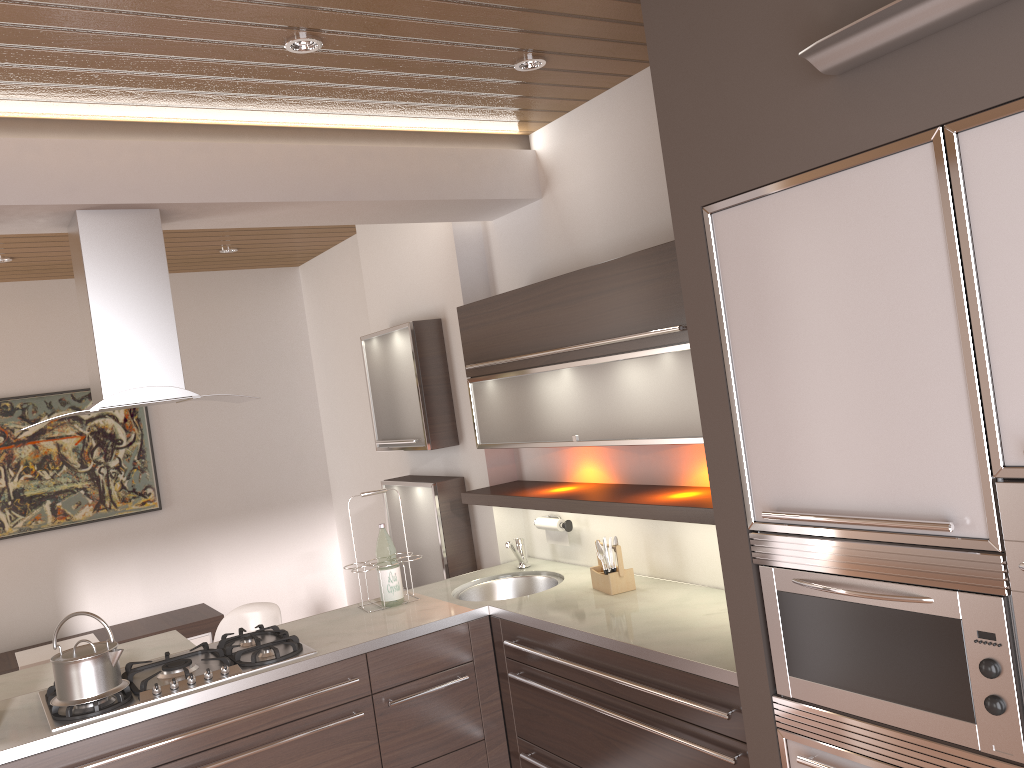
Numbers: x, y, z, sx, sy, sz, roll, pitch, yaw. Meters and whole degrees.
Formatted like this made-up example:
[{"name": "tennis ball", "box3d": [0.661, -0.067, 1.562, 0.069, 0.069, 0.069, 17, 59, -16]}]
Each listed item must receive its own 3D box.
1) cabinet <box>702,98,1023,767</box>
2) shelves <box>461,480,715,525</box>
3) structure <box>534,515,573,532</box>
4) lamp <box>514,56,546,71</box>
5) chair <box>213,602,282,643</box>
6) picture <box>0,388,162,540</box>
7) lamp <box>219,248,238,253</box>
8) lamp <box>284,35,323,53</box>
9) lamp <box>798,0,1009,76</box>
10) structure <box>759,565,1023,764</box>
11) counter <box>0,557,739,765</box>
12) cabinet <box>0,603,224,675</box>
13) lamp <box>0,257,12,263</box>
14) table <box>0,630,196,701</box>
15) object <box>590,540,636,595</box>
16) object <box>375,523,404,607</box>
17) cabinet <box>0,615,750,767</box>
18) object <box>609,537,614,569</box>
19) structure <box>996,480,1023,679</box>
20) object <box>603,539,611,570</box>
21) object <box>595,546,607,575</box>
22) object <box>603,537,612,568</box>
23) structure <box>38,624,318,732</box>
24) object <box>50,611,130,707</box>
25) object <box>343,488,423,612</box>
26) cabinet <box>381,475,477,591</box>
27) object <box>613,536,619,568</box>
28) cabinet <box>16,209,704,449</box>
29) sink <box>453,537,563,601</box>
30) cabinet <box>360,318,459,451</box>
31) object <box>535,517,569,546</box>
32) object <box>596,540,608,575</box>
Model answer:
[{"name": "cabinet", "box3d": [1.119, 0.476, 1.357, 1.047, 1.948, 1.796, -8, 0, -32]}, {"name": "shelves", "box3d": [0.398, 0.414, 3.188, 0.313, 0.050, 1.850, -8, 0, -32]}, {"name": "structure", "box3d": [0.191, 0.585, 3.734, 0.087, 0.049, 0.237, -8, 0, -32]}, {"name": "lamp", "box3d": [0.054, -1.036, 2.808, 0.102, 0.055, 0.102, -8, 0, -4]}, {"name": "chair", "box3d": [-1.253, 1.467, 3.914, 0.491, 0.847, 0.608, -8, 0, 28]}, {"name": "picture", "box3d": [-2.767, 0.462, 5.170, 1.277, 0.801, 0.018, -8, 0, -32]}, {"name": "lamp", "box3d": [-1.649, -0.798, 5.150, 0.102, 0.055, 0.102, -8, 0, -15]}, {"name": "lamp", "box3d": [-0.570, -0.946, 2.411, 0.102, 0.055, 0.102, -8, 0, 30]}, {"name": "lamp", "box3d": [0.843, -0.646, 1.259, 0.139, 0.033, 1.020, -8, 0, -32]}, {"name": "structure", "box3d": [0.741, 0.551, 1.818, 0.049, 0.301, 0.569, -8, 0, -32]}, {"name": "counter", "box3d": [-0.333, 0.868, 2.692, 2.150, 0.036, 1.850, -8, 0, -32]}, {"name": "cabinet", "box3d": [-2.475, 1.760, 4.913, 1.740, 0.608, 0.540, -8, 0, -32]}, {"name": "lamp", "box3d": [-2.616, -0.657, 4.533, 0.102, 0.055, 0.102, -8, 0, -15]}, {"name": "table", "box3d": [-1.605, 1.563, 3.581, 0.800, 0.758, 1.100, -8, 0, -32]}, {"name": "object", "box3d": [0.360, 0.663, 3.239, 0.100, 0.170, 0.173, -8, 0, -21]}, {"name": "object", "box3d": [-0.488, 0.707, 3.479, 0.091, 0.319, 0.091, -8, 0, 3]}, {"name": "cabinet", "box3d": [-0.269, 1.317, 2.693, 2.150, 0.870, 1.850, -8, 0, -32]}, {"name": "object", "box3d": [0.361, 0.649, 3.200, 0.020, 0.196, 0.017, -8, 0, -9]}, {"name": "structure", "box3d": [1.034, 0.441, 1.307, 0.066, 0.583, 0.582, -8, 0, -32]}, {"name": "object", "box3d": [0.347, 0.651, 3.183, 0.023, 0.196, 0.018, -8, 0, -30]}, {"name": "object", "box3d": [0.333, 0.662, 3.203, 0.044, 0.178, 0.019, -8, 0, 33]}, {"name": "object", "box3d": [0.351, 0.650, 3.205, 0.018, 0.196, 0.022, -8, 0, -30]}, {"name": "structure", "box3d": [-1.112, 0.939, 2.946, 0.797, 0.047, 0.494, -8, 0, -32]}, {"name": "object", "box3d": [-1.301, 0.817, 2.701, 0.221, 0.251, 0.221, -8, 0, -39]}, {"name": "object", "box3d": [-0.521, 0.647, 3.526, 0.291, 0.453, 0.210, -8, 0, -27]}, {"name": "cabinet", "box3d": [-0.421, 0.765, 4.359, 0.194, 0.600, 0.598, -8, 0, -32]}, {"name": "object", "box3d": [0.375, 0.643, 3.193, 0.042, 0.192, 0.040, -8, 0, 16]}, {"name": "cabinet", "box3d": [-0.433, -0.205, 2.786, 2.058, 1.032, 1.399, -8, 0, -28]}, {"name": "sink", "box3d": [-0.023, 0.823, 3.563, 0.450, 0.347, 0.494, -8, 0, -26]}, {"name": "cabinet", "box3d": [-0.568, 0.029, 4.309, 0.619, 0.600, 0.172, -8, 0, 43]}, {"name": "object", "box3d": [0.167, 0.623, 3.734, 0.053, 0.119, 0.165, -8, 0, -32]}, {"name": "object", "box3d": [0.330, 0.650, 3.175, 0.042, 0.192, 0.040, -8, 0, 14]}]
